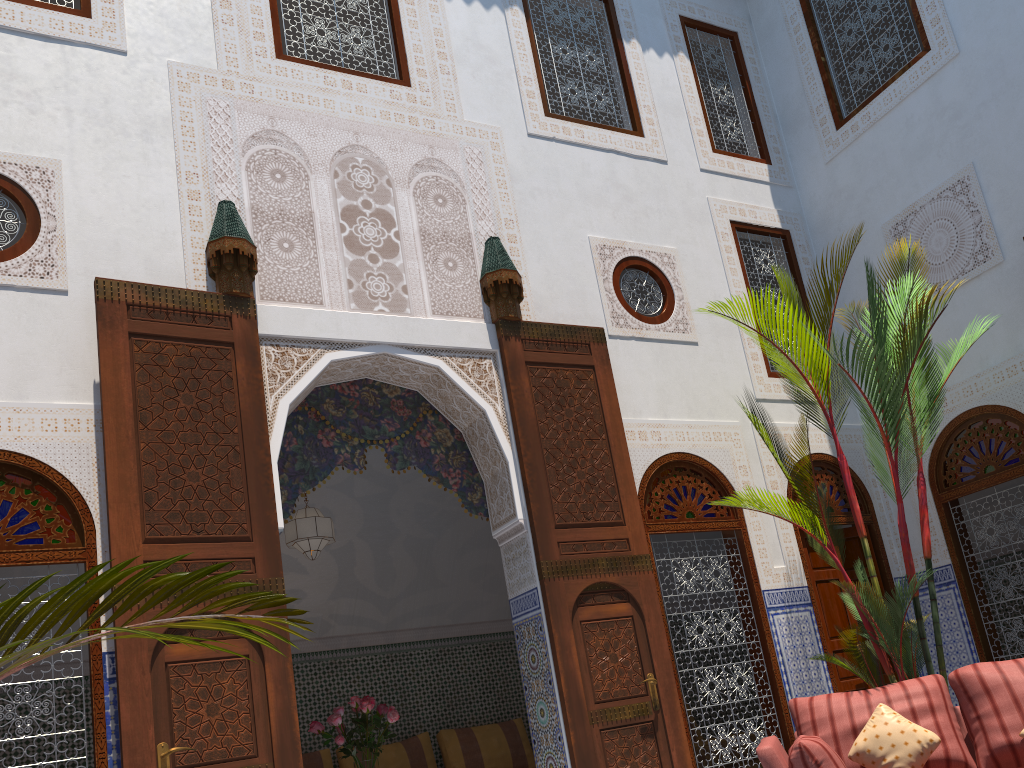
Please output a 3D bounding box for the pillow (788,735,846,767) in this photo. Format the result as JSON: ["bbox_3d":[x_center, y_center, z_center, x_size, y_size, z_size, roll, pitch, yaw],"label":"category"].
[{"bbox_3d":[1.023,1.297,2.907,0.189,0.243,0.392,-14,-20,15],"label":"pillow"}]

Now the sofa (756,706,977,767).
[{"bbox_3d":[1.573,1.361,2.920,1.374,0.522,0.756,-15,-20,15],"label":"sofa"}]

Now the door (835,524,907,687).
[{"bbox_3d":[1.935,1.476,4.678,0.286,1.411,0.025,-10,-14,1],"label":"door"}]

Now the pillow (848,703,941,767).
[{"bbox_3d":[1.299,1.230,2.991,0.306,0.268,0.133,-19,-18,25],"label":"pillow"}]

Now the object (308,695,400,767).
[{"bbox_3d":[-0.725,1.793,4.193,0.447,0.575,0.348,-9,-16,-4],"label":"object"}]

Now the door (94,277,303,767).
[{"bbox_3d":[-1.060,0.806,3.028,0.583,2.425,0.128,0,-17,-34],"label":"door"}]

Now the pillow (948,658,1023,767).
[{"bbox_3d":[1.853,1.132,3.033,0.563,0.387,0.316,-14,-17,11],"label":"pillow"}]

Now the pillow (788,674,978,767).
[{"bbox_3d":[1.331,1.286,3.181,0.587,0.366,0.310,-15,-18,15],"label":"pillow"}]

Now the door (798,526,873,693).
[{"bbox_3d":[1.710,1.434,4.477,0.285,1.411,0.128,-2,-16,-29],"label":"door"}]

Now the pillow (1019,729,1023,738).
[{"bbox_3d":[1.798,1.092,2.820,0.147,0.249,0.292,-1,-20,-29],"label":"pillow"}]

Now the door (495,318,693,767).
[{"bbox_3d":[0.379,0.883,3.827,0.582,2.425,0.128,-2,-16,-29],"label":"door"}]
